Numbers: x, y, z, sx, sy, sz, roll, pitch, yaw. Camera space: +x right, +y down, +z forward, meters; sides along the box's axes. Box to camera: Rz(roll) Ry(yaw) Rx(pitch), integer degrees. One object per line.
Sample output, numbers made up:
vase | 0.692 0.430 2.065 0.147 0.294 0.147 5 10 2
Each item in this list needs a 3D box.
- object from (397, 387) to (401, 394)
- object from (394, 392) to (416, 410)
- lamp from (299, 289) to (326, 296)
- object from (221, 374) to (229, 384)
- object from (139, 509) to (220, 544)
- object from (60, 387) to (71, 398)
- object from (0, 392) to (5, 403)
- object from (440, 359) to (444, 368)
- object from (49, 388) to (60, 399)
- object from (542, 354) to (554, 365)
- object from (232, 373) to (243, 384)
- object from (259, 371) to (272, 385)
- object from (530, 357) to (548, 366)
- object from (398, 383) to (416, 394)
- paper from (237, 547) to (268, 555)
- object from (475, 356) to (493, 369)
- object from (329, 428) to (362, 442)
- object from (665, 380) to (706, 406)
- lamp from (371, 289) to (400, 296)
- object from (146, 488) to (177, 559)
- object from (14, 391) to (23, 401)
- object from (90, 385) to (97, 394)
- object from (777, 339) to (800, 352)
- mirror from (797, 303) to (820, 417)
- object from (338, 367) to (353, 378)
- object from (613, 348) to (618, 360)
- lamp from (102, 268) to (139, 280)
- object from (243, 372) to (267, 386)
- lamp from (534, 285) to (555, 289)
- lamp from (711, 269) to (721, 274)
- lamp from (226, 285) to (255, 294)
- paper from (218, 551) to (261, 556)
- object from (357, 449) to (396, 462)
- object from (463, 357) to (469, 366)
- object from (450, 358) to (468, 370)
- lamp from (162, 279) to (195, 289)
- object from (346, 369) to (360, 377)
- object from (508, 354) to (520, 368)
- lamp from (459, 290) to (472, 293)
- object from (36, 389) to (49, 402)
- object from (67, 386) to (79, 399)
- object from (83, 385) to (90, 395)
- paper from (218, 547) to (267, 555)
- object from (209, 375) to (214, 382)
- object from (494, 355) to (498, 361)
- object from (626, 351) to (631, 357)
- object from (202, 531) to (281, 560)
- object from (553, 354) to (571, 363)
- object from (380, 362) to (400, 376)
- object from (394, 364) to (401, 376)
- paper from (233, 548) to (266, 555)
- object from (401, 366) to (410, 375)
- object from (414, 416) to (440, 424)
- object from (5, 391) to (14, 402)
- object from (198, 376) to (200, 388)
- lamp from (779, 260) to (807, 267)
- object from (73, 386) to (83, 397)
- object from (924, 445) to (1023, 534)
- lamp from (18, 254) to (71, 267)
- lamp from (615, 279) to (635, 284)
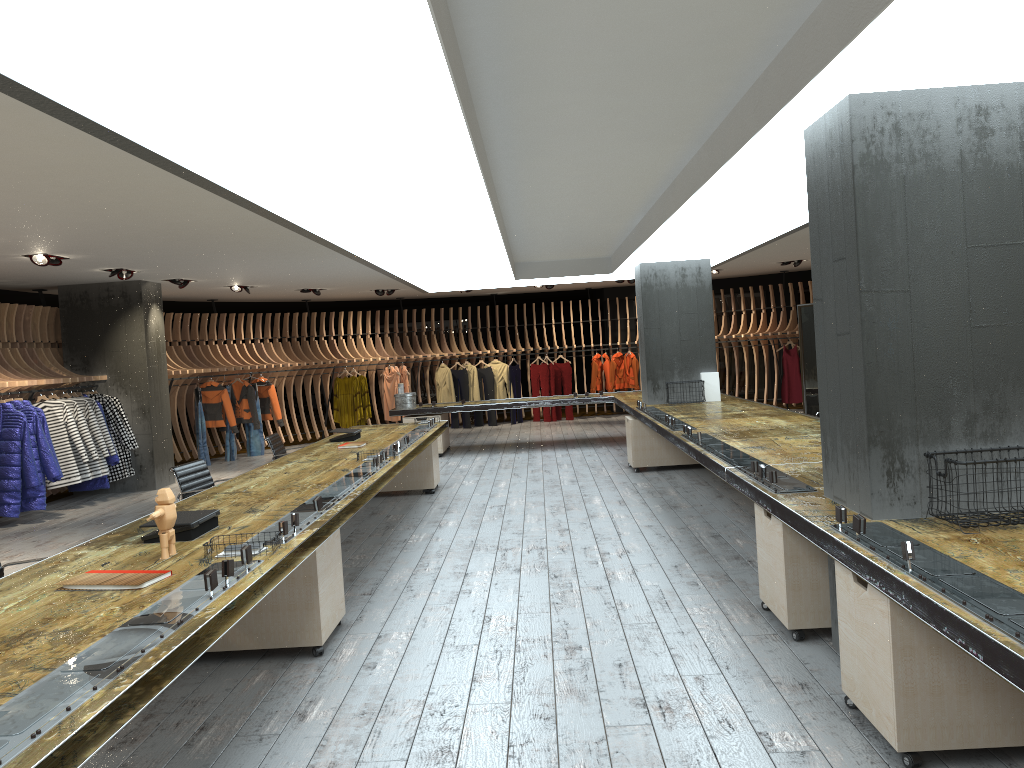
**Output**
object | -1.725 0.102 13.551 0.062 0.109 0.062 -5 2 -32
object | -1.644 0.264 13.693 0.303 0.239 0.498 -4 2 2
lamp | -3.404 -1.633 14.990 0.269 0.293 0.493 -2 2 34
object | -4.795 -0.043 14.802 0.023 0.243 0.549 -4 2 -2
object | -1.635 0.702 4.391 0.262 0.088 0.373 -4 2 2
object | -5.433 0.186 10.824 0.518 0.312 0.012 -4 1 2
object | -5.512 0.236 9.544 0.523 0.292 0.012 -4 1 2
object | -1.401 -0.376 18.025 0.012 0.270 0.525 -5 2 -33
object | -5.440 0.197 10.562 0.518 0.312 0.012 -4 1 2
object | 0.728 -0.534 18.517 0.012 0.270 0.525 -4 2 -28
object | -4.662 -0.049 15.065 0.525 0.270 0.012 -3 2 22
object | -4.392 -0.087 15.534 0.525 0.270 0.012 -2 2 32
object | 0.562 -0.523 18.509 0.012 0.270 0.525 -5 2 -43
object | -1.619 0.086 13.634 0.262 0.204 0.088 -4 1 0
paper | -1.175 0.731 3.872 0.176 0.004 0.130 -3 2 8
object | -0.632 -0.436 18.281 0.525 0.270 0.012 -3 2 27
object | -1.680 0.511 8.960 0.261 0.111 0.373 -4 2 2
object | 2.144 0.108 10.951 0.459 0.289 0.330 -4 2 4
lamp | -2.307 -1.747 16.136 0.493 0.297 0.269 -5 2 -38
object | -1.510 0.610 3.847 0.097 0.300 0.320 -4 2 -15
object | -5.488 0.209 9.863 0.525 0.270 0.012 -4 1 2
object | -5.420 0.165 11.549 0.518 0.312 0.012 -4 1 2
object | 5.332 -0.767 17.008 0.525 0.270 0.012 -4 1 2
mirror | 4.442 -0.092 10.630 2.111 1.891 0.443 -2 2 43
object | -3.181 -0.217 16.923 0.525 0.270 0.012 -2 2 32
object | 2.208 -0.625 18.443 0.012 0.270 0.525 -3 2 32
lamp | -4.624 -1.374 10.466 0.269 0.292 0.493 -4 2 2
object | -4.519 -0.082 15.327 0.549 0.243 0.023 -5 2 -22
lamp | 0.626 -1.980 17.250 0.493 0.296 0.269 -4 2 -5
lamp | 3.673 -2.150 16.558 0.492 0.292 0.269 -2 2 34
lamp | -4.161 -1.527 13.599 0.269 0.296 0.493 -3 2 21
paper | -1.175 0.731 3.873 0.176 0.004 0.130 -3 2 5
object | -1.085 0.572 7.088 0.302 0.071 0.209 -4 2 -4
object | -0.928 -0.413 18.206 0.012 0.270 0.525 -5 2 -43
object | -1.112 -0.399 18.133 0.525 0.270 0.012 -2 2 37
lamp | -4.521 -1.444 12.055 0.269 0.292 0.493 -3 2 8
object | -3.047 -0.230 17.046 0.525 0.270 0.012 -2 2 32
object | 0.036 -0.489 18.439 0.012 0.270 0.525 -3 2 27
lamp | -0.915 -1.873 16.895 0.493 0.284 0.269 -4 2 -18
object | -5.447 0.207 10.326 0.518 0.312 0.012 -4 1 2
object | -5.428 0.179 11.002 0.518 0.312 0.012 -4 1 2
object | -5.421 0.174 11.361 0.516 0.316 0.012 -4 1 2
paper | -1.175 0.730 3.872 0.176 0.004 0.130 -3 2 8
object | -4.929 -0.013 14.536 0.525 0.270 0.012 -3 1 17
object | -0.335 -0.460 18.369 0.525 0.270 0.012 -3 2 27
object | 2.432 -0.638 18.401 0.012 0.270 0.525 -4 2 -18
object | -1.174 0.708 3.871 0.302 0.074 0.217 -4 2 -4
object | 1.016 -0.553 18.527 0.525 0.270 0.012 -2 2 42
object | -2.418 -0.292 17.503 0.525 0.270 0.012 -2 2 37
object | -2.318 -0.301 17.568 0.012 0.270 0.525 -4 2 -28
paper | -1.175 0.730 3.872 0.176 0.004 0.130 -3 2 6
object | -2.170 -0.314 17.638 0.012 0.270 0.525 -5 2 -33
object | -1.000 0.433 10.465 0.302 0.074 0.217 -4 2 -4
object | -5.475 0.223 9.684 0.523 0.291 0.012 -4 1 2
object | -5.031 -0.006 14.244 0.023 0.243 0.549 -4 2 -17
lamp | 4.919 -2.190 15.577 0.269 0.294 0.492 -5 3 -43
object | -5.483 0.155 11.203 0.525 0.270 0.012 -4 1 2
object | 1.943 0.416 3.553 0.459 0.289 0.330 -4 2 -1
lamp | -4.667 -1.311 8.873 0.269 0.286 0.493 -4 2 2
lamp | 2.202 -2.076 17.153 0.492 0.298 0.269 -3 2 10
